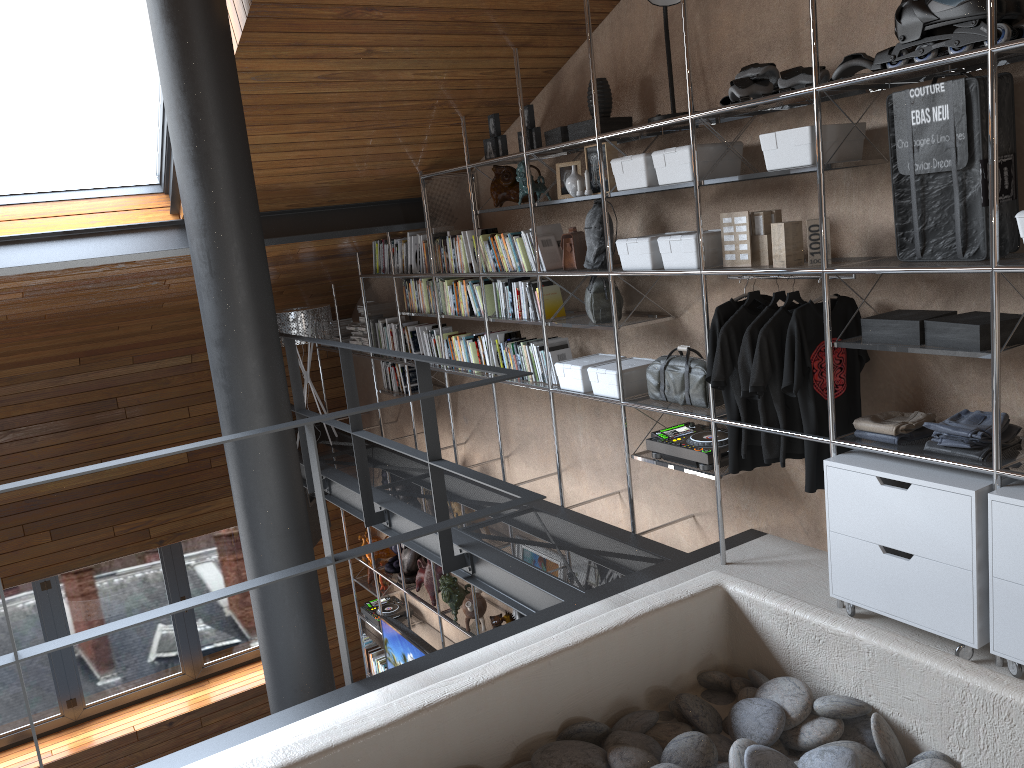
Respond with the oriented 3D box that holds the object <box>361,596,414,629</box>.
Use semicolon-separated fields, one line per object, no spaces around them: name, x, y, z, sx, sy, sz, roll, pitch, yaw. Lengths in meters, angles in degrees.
object;-1.070;1.932;7.552;0.320;0.114;0.405;-13;12;-31

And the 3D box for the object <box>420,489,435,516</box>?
object;-0.574;0.768;6.350;0.207;0.442;0.328;-15;13;-37

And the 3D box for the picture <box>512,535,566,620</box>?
picture;0.165;1.324;5.576;0.136;0.625;0.544;-13;12;-31

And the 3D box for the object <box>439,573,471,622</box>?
object;-0.365;1.428;6.071;0.255;0.356;0.167;-9;11;-12

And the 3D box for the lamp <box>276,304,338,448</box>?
lamp;-1.494;-0.052;6.468;0.475;1.001;0.475;-8;11;-7

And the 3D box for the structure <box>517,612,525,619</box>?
structure;0.332;1.333;3.846;0.506;0.743;0.460;-7;11;-6

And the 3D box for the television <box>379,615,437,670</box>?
television;-0.669;2.154;6.523;0.115;0.638;1.075;-13;12;-30

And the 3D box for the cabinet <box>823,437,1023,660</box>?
cabinet;1.394;0.513;2.910;0.435;0.561;0.527;-13;12;-30

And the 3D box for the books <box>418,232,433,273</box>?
books;-0.503;-0.833;5.599;0.191;0.244;0.075;-13;12;-30

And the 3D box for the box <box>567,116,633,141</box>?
box;0.396;-1.140;3.976;0.208;0.079;0.207;-13;13;-33

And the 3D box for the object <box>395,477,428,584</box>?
object;-0.784;1.085;6.816;0.305;0.839;0.237;-12;12;-28

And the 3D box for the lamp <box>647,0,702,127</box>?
lamp;0.624;-1.379;3.527;0.233;0.660;0.323;-2;11;22

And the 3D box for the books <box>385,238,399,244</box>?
books;-0.800;-0.868;6.013;0.129;0.226;0.069;-13;12;-31

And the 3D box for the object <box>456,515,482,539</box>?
object;-0.271;0.941;5.718;0.131;0.280;0.208;2;14;40

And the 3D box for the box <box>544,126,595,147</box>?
box;0.287;-1.163;4.163;0.208;0.079;0.207;-10;11;-17

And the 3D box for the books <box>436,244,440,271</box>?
books;-0.390;-0.770;5.358;0.131;0.181;0.014;-13;12;-31

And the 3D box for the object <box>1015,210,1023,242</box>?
object;1.592;-0.397;2.263;0.343;0.147;0.445;-13;12;-31

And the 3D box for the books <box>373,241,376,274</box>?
books;-0.896;-0.887;6.160;0.148;0.229;0.073;-13;12;-31

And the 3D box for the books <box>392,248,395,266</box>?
books;-0.735;-0.820;5.861;0.111;0.171;0.056;-13;12;-31

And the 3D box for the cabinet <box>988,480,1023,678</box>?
cabinet;1.693;0.567;2.442;0.435;0.561;0.527;-13;12;-30

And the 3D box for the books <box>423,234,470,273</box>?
books;-0.353;-0.774;5.264;0.131;0.216;0.509;-13;12;-31

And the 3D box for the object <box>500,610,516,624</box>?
object;0.062;1.518;5.518;0.290;0.290;0.097;-13;12;-32

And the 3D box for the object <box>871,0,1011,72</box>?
object;1.257;-1.107;2.566;0.174;0.342;0.416;-12;12;-26

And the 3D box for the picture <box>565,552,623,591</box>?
picture;0.476;1.257;5.092;0.090;0.863;0.530;-13;12;-31

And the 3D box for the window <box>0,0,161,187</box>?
window;-3.277;-1.214;3.268;3.819;1.031;1.213;-13;12;-31

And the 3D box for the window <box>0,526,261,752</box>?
window;-4.456;2.287;6.660;5.937;1.521;0.101;-13;12;-31

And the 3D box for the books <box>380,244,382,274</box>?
books;-0.838;-0.860;6.061;0.130;0.202;0.063;-13;12;-31

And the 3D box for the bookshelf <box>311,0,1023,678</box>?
bookshelf;1.430;0.416;2.918;0.421;6.217;10.740;-13;12;-31

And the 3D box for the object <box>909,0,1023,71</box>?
object;1.365;-1.142;2.652;0.174;0.342;0.416;-11;12;-25

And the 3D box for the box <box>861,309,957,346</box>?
box;1.286;-0.185;2.873;0.208;0.079;0.207;-13;12;-32

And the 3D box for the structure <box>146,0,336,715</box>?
structure;-0.825;0.828;3.491;1.197;5.698;1.689;-13;12;-31

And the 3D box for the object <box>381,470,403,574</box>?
object;-0.947;1.041;7.027;0.244;0.879;0.244;-7;10;-3

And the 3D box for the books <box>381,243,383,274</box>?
books;-0.821;-0.864;6.056;0.146;0.208;0.071;-13;12;-31

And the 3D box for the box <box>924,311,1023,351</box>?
box;1.403;-0.161;2.672;0.208;0.079;0.207;-10;11;-19

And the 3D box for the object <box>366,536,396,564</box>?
object;-1.075;1.346;7.314;0.278;0.222;0.138;-10;11;-20

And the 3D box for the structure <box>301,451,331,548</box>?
structure;-1.781;0.944;7.194;0.461;0.735;0.488;-3;11;19

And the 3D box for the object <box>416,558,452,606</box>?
object;-0.573;1.343;6.413;0.219;0.440;0.463;-13;12;-31

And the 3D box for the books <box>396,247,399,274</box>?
books;-0.708;-0.818;5.826;0.112;0.173;0.054;-13;12;-31

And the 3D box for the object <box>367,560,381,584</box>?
object;-1.165;1.556;7.555;0.116;0.229;0.233;-5;11;9

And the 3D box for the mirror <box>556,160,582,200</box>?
mirror;0.285;-0.977;4.249;0.130;0.168;0.069;-1;12;28

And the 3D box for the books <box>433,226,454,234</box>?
books;-0.401;-0.817;5.379;0.143;0.268;0.020;-13;12;-31

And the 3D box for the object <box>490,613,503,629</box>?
object;-0.016;1.538;5.674;0.272;0.207;0.137;-12;12;-27

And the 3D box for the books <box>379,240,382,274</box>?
books;-0.837;-0.878;6.087;0.161;0.228;0.080;-13;12;-31

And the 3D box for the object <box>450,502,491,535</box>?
object;-0.304;0.798;5.990;0.215;0.458;0.328;-12;12;-26

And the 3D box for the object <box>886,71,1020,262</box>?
object;1.333;-0.657;2.686;0.188;0.559;0.337;-12;12;-26

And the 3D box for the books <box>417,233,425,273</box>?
books;-0.514;-0.836;5.606;0.191;0.249;0.077;-13;12;-30

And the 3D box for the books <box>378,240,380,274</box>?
books;-0.851;-0.882;6.110;0.148;0.229;0.073;-13;12;-31

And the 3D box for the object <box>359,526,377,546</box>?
object;-1.211;1.322;7.523;0.107;0.209;0.233;4;15;45

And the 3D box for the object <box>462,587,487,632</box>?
object;-0.245;1.495;5.877;0.164;0.266;0.237;-9;11;-14

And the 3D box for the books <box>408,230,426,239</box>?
books;-0.605;-0.852;5.711;0.143;0.264;0.088;-13;12;-31

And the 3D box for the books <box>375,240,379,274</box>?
books;-0.867;-0.886;6.146;0.169;0.229;0.077;-13;12;-31

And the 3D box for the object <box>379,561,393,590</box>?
object;-1.054;1.578;7.388;0.060;0.223;0.267;-4;11;14

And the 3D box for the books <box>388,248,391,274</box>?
books;-0.773;-0.829;5.940;0.119;0.169;0.058;-13;12;-31
